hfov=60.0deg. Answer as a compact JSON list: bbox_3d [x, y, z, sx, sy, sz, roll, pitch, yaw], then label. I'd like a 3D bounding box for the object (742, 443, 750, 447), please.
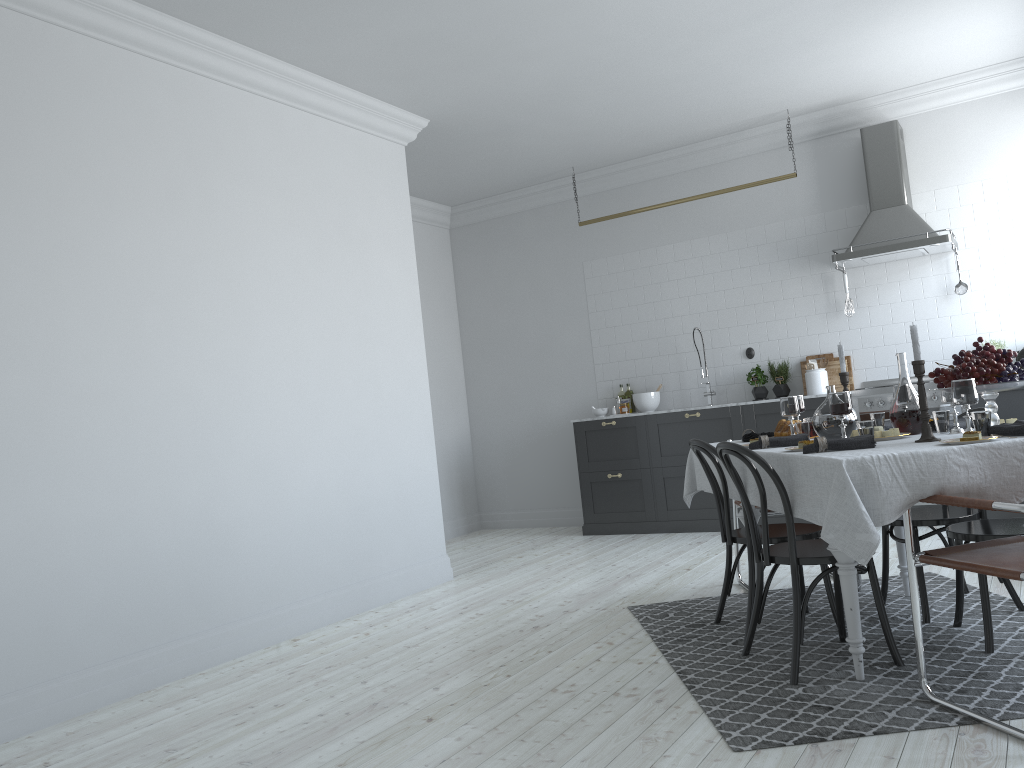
[{"bbox_3d":[1.148,0.282,4.117,0.182,0.013,0.182,-4,-3,-44],"label":"object"}]

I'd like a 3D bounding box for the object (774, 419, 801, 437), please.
[{"bbox_3d":[1.381,0.228,4.439,0.164,0.105,0.191,-4,-3,-40],"label":"object"}]

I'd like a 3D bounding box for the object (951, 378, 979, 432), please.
[{"bbox_3d":[1.601,0.091,3.121,0.083,0.215,0.083,-8,-3,35],"label":"object"}]

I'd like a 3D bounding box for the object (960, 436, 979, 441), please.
[{"bbox_3d":[1.539,0.188,2.981,0.057,0.021,0.037,-8,-3,31],"label":"object"}]

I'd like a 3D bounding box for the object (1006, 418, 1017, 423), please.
[{"bbox_3d":[1.977,0.157,3.539,0.040,0.039,0.077,-6,-2,1],"label":"object"}]

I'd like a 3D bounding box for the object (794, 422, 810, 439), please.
[{"bbox_3d":[1.307,0.218,3.980,0.066,0.094,0.066,-7,-3,19],"label":"object"}]

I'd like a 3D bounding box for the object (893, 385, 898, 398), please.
[{"bbox_3d":[1.801,0.111,4.070,0.083,0.215,0.083,-8,-3,35],"label":"object"}]

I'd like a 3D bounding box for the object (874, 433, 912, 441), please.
[{"bbox_3d":[1.510,0.223,3.654,0.251,0.018,0.251,-8,-3,31],"label":"object"}]

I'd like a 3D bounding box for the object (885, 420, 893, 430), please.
[{"bbox_3d":[1.860,0.196,4.383,0.247,0.061,0.165,-5,-3,-20],"label":"object"}]

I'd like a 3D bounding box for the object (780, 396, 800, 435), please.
[{"bbox_3d":[1.284,0.166,4.078,0.083,0.215,0.083,-8,-3,35],"label":"object"}]

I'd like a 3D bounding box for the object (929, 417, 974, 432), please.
[{"bbox_3d":[1.889,0.166,3.771,0.247,0.061,0.165,-5,-3,-20],"label":"object"}]

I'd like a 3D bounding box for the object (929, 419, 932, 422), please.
[{"bbox_3d":[1.964,0.185,4.172,0.036,0.039,0.051,-6,-2,8],"label":"object"}]

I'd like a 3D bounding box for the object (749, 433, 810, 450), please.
[{"bbox_3d":[1.177,0.246,3.865,0.247,0.061,0.165,-5,-3,-20],"label":"object"}]

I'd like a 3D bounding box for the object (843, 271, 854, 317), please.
[{"bbox_3d":[2.725,-0.729,7.209,0.074,0.381,0.076,-7,-2,11],"label":"object"}]

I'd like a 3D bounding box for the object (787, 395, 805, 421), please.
[{"bbox_3d":[1.486,0.168,4.613,0.083,0.215,0.083,-8,-3,35],"label":"object"}]

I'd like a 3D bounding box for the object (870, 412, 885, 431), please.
[{"bbox_3d":[1.715,0.182,4.153,0.066,0.094,0.066,-7,-3,19],"label":"object"}]

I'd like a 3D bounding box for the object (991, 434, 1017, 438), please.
[{"bbox_3d":[1.688,0.179,3.043,0.031,0.012,0.131,-6,-2,-7],"label":"object"}]

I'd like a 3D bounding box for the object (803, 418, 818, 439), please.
[{"bbox_3d":[1.435,0.213,4.258,0.091,0.101,0.091,-5,-3,-14],"label":"object"}]

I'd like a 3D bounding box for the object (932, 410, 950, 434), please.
[{"bbox_3d":[1.745,0.155,3.598,0.066,0.094,0.066,-8,-3,42],"label":"object"}]

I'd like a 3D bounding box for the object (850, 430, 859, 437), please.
[{"bbox_3d":[1.419,0.208,3.659,0.039,0.040,0.078,-6,-2,5],"label":"object"}]

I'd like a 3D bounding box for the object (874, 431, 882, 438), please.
[{"bbox_3d":[1.463,0.213,3.614,0.040,0.040,0.077,-4,-3,-40],"label":"object"}]

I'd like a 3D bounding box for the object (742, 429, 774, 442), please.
[{"bbox_3d":[1.244,0.274,4.682,0.165,0.061,0.247,-5,-3,-20],"label":"object"}]

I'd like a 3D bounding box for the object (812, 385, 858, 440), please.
[{"bbox_3d":[1.435,0.129,3.952,0.194,0.245,0.194,-7,-3,14],"label":"object"}]

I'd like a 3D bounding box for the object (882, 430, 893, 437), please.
[{"bbox_3d":[1.522,0.209,3.620,0.040,0.039,0.077,-6,-2,1],"label":"object"}]

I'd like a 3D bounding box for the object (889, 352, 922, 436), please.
[{"bbox_3d":[1.673,0.042,3.764,0.152,0.352,0.152,-6,-2,-9],"label":"object"}]

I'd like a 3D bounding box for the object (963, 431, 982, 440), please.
[{"bbox_3d":[1.564,0.178,3.015,0.021,0.037,0.057,-4,-3,-38],"label":"object"}]

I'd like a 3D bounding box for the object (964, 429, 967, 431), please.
[{"bbox_3d":[1.870,0.185,3.620,0.131,0.012,0.031,-5,-3,-17],"label":"object"}]

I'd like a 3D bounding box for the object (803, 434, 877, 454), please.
[{"bbox_3d":[1.216,0.216,3.263,0.247,0.061,0.165,-5,-3,-20],"label":"object"}]

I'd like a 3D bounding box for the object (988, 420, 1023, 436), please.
[{"bbox_3d":[1.800,0.145,3.052,0.165,0.061,0.247,-5,-3,-20],"label":"object"}]

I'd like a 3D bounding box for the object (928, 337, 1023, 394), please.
[{"bbox_3d":[1.761,-0.073,3.299,0.347,0.215,0.318,-6,-2,-7],"label":"object"}]

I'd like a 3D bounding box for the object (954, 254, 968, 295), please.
[{"bbox_3d":[3.436,-0.846,6.812,0.101,0.331,0.030,-8,-3,41],"label":"object"}]

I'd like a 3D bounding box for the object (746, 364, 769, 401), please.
[{"bbox_3d":[2.101,-0.013,7.590,0.172,0.311,0.179,-8,-3,42],"label":"object"}]

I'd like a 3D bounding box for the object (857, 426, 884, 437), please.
[{"bbox_3d":[1.496,0.206,3.691,0.056,0.056,0.100,-4,-3,-42],"label":"object"}]

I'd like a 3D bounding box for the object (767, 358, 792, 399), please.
[{"bbox_3d":[2.257,-0.063,7.480,0.196,0.367,0.186,-5,-3,-14],"label":"object"}]

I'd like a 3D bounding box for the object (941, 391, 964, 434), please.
[{"bbox_3d":[1.760,0.092,3.531,0.083,0.215,0.083,-7,-3,26],"label":"object"}]

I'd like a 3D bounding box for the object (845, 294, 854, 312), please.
[{"bbox_3d":[2.738,-0.753,7.239,0.066,0.332,0.024,-8,-3,36],"label":"object"}]

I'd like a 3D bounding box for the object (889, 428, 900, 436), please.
[{"bbox_3d":[1.571,0.202,3.655,0.039,0.040,0.077,-7,-2,10],"label":"object"}]

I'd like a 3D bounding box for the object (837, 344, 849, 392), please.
[{"bbox_3d":[1.566,0.028,4.160,0.089,0.432,0.089,-4,-3,-37],"label":"object"}]

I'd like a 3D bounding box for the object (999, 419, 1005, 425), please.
[{"bbox_3d":[1.935,0.160,3.539,0.039,0.040,0.078,-6,-2,5],"label":"object"}]

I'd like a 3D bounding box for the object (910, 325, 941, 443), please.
[{"bbox_3d":[1.505,-0.004,3.265,0.089,0.432,0.089,-4,-3,-37],"label":"object"}]

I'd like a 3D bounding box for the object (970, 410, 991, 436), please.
[{"bbox_3d":[1.676,0.144,3.161,0.066,0.094,0.066,-7,-3,19],"label":"object"}]

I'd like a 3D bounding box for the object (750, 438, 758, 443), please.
[{"bbox_3d":[1.133,0.271,4.116,0.057,0.037,0.021,-7,-3,21],"label":"object"}]

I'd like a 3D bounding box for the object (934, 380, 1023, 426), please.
[{"bbox_3d":[1.785,0.091,3.302,0.367,0.188,0.367,-5,-3,-18],"label":"object"}]

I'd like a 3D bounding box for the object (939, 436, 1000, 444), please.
[{"bbox_3d":[1.543,0.192,2.992,0.182,0.013,0.182,-8,-3,41],"label":"object"}]

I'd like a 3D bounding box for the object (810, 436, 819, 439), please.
[{"bbox_3d":[1.425,0.242,4.139,0.167,0.031,0.031,-5,-3,-24],"label":"object"}]
